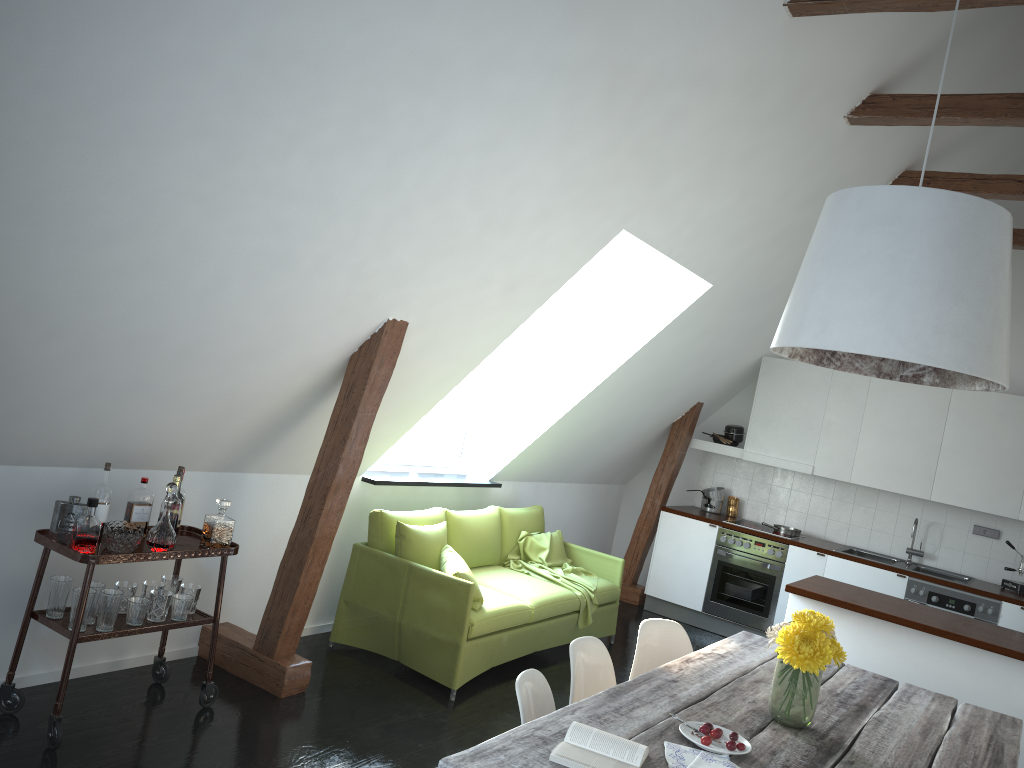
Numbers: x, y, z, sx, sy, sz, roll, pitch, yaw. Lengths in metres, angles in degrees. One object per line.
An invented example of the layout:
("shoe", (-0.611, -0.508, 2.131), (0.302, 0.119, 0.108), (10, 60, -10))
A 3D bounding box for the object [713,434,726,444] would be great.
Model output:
("object", (1.854, 0.488, 7.929), (0.065, 0.065, 0.332), (12, 0, -1))

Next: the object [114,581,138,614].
("object", (-1.639, 0.902, 3.744), (0.095, 0.119, 0.095), (12, 0, -6))

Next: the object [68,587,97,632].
("object", (-1.672, 0.876, 3.441), (0.087, 0.155, 0.087), (12, 0, 5))

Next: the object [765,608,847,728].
("object", (0.933, 0.910, 2.856), (0.233, 0.365, 0.293), (12, 0, 3))

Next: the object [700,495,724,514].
("object", (1.807, 1.083, 7.981), (0.200, 0.154, 0.348), (12, 0, 11))

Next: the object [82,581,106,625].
("object", (-1.683, 0.875, 3.539), (0.087, 0.155, 0.087), (12, 0, 5))

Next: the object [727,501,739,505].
("object", (1.989, 1.078, 7.988), (0.100, 0.036, 0.100), (12, 0, -2))

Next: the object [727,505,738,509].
("object", (1.986, 1.118, 7.990), (0.099, 0.043, 0.100), (12, 0, 20))

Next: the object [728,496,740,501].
("object", (1.997, 1.042, 7.986), (0.100, 0.047, 0.099), (11, 0, 28))

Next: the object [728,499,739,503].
("object", (1.993, 1.062, 7.988), (0.100, 0.036, 0.100), (12, 0, -30))

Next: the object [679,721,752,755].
("object", (0.574, 1.011, 2.514), (0.205, 0.024, 0.205), (12, 0, 24))

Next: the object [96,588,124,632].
("object", (-1.590, 0.894, 3.495), (0.087, 0.155, 0.087), (12, 0, 5))

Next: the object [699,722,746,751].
("object", (0.592, 1.003, 2.516), (0.132, 0.034, 0.144), (12, 0, 4))

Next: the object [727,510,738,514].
("object", (1.981, 1.156, 7.986), (0.099, 0.048, 0.100), (12, 0, -40))

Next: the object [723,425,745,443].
("object", (1.997, 0.448, 7.983), (0.190, 0.166, 0.200), (12, 0, -5))

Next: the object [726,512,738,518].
("object", (1.978, 1.178, 7.985), (0.100, 0.036, 0.100), (11, 0, 28))

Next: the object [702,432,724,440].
("object", (1.873, 0.495, 8.024), (0.357, 0.075, 0.244), (12, 0, 3))

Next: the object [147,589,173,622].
("object", (-1.486, 0.934, 3.729), (0.095, 0.119, 0.095), (12, 0, -6))

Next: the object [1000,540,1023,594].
("object", (3.844, 1.388, 6.688), (0.353, 0.370, 0.206), (12, 0, -12))

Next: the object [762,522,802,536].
("object", (2.272, 1.222, 7.513), (0.351, 0.061, 0.232), (12, 0, 5))

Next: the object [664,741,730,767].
("object", (0.496, 0.999, 2.350), (0.182, 0.014, 0.185), (12, 0, 6))

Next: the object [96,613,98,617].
("object", (-1.696, 0.901, 3.652), (0.092, 0.099, 0.092), (12, 0, 10))

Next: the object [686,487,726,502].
("object", (1.758, 0.993, 8.058), (0.371, 0.169, 0.203), (12, 0, 4))

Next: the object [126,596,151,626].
("object", (-1.538, 0.933, 3.635), (0.092, 0.099, 0.092), (12, 0, 10))

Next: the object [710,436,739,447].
("object", (1.911, 0.517, 7.953), (0.243, 0.056, 0.350), (12, 0, 21))

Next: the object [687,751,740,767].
("object", (0.557, 1.010, 2.292), (0.182, 0.016, 0.179), (11, 0, 27))

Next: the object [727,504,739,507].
("object", (1.989, 1.097, 7.991), (0.099, 0.057, 0.101), (11, 0, 43))

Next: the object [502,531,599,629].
("object", (0.355, 1.350, 6.234), (0.722, 0.493, 0.711), (11, 0, 27))

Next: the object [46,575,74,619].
("object", (-1.806, 0.849, 3.530), (0.087, 0.155, 0.087), (12, 0, 5))

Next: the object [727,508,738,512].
("object", (1.983, 1.139, 7.987), (0.099, 0.051, 0.099), (12, 0, 18))

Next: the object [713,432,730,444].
("object", (1.870, 0.484, 7.931), (0.061, 0.077, 0.331), (12, 0, -10))

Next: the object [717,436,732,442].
("object", (1.915, 0.496, 7.955), (0.065, 0.031, 0.335), (12, 0, -11))

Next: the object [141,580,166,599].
("object", (-1.559, 0.919, 3.834), (0.095, 0.119, 0.095), (12, 0, -6))
